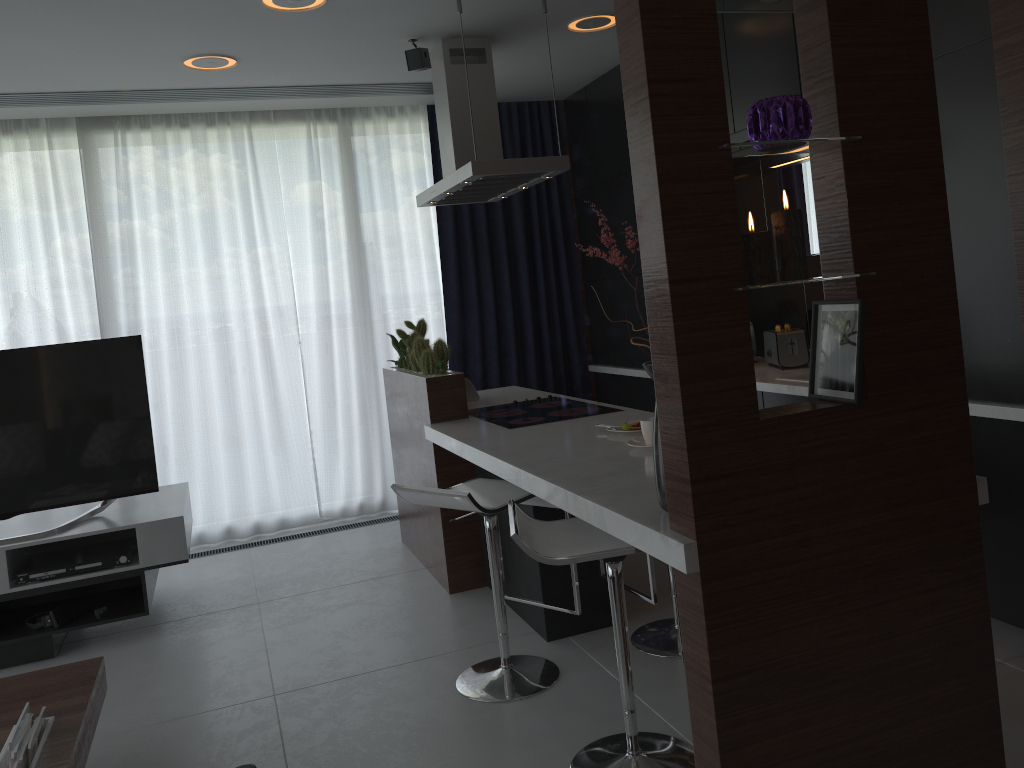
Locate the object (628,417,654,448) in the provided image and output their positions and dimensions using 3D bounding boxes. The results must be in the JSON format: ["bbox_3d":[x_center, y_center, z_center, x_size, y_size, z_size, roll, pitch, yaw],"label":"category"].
[{"bbox_3d":[0.456,0.155,2.814,0.183,0.086,0.181,-11,7,-42],"label":"object"}]

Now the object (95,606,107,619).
[{"bbox_3d":[-1.720,0.958,3.697,0.044,0.043,0.043,-7,3,-18],"label":"object"}]

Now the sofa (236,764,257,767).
[{"bbox_3d":[-1.778,1.074,1.102,2.882,0.606,1.901,-8,6,-19],"label":"sofa"}]

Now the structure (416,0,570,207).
[{"bbox_3d":[-0.166,-1.304,4.240,0.448,0.757,1.045,-7,4,-18],"label":"structure"}]

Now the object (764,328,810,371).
[{"bbox_3d":[1.406,-0.182,4.556,0.176,0.195,0.261,-6,4,2],"label":"object"}]

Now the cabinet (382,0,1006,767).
[{"bbox_3d":[0.125,-0.347,3.423,0.788,2.544,3.338,-7,4,-18],"label":"cabinet"}]

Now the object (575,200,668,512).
[{"bbox_3d":[0.314,-0.079,2.053,0.390,0.733,0.197,-8,2,-37],"label":"object"}]

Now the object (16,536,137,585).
[{"bbox_3d":[-1.851,0.755,3.788,0.432,0.053,0.336,-8,6,-19],"label":"object"}]

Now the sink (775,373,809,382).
[{"bbox_3d":[1.603,-0.066,3.818,0.505,0.491,0.854,-7,5,-18],"label":"sink"}]

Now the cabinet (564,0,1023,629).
[{"bbox_3d":[1.349,-0.581,4.395,0.708,2.545,3.481,-7,4,-18],"label":"cabinet"}]

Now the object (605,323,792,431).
[{"bbox_3d":[0.916,-0.071,3.836,0.139,0.221,1.892,-5,6,36],"label":"object"}]

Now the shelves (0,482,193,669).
[{"bbox_3d":[-2.619,0.943,3.802,2.357,0.498,0.874,-8,5,-19],"label":"shelves"}]

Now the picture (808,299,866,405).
[{"bbox_3d":[0.713,-0.074,1.945,0.051,0.221,0.175,-7,3,-15],"label":"picture"}]

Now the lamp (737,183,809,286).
[{"bbox_3d":[0.553,-0.321,1.898,0.153,0.210,0.077,-7,1,-7],"label":"lamp"}]

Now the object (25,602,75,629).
[{"bbox_3d":[-1.940,0.967,3.684,0.183,0.079,0.117,-5,4,11],"label":"object"}]

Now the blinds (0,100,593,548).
[{"bbox_3d":[-1.345,-0.138,1.873,5.813,2.764,7.149,-8,5,-15],"label":"blinds"}]

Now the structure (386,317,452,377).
[{"bbox_3d":[-0.484,-0.188,4.404,0.223,0.285,1.002,-7,5,-16],"label":"structure"}]

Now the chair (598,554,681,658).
[{"bbox_3d":[0.597,0.537,3.173,0.465,0.738,0.395,-7,2,-23],"label":"chair"}]

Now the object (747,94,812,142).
[{"bbox_3d":[0.572,-0.560,1.892,0.134,0.097,0.133,-5,4,21],"label":"object"}]

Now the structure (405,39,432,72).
[{"bbox_3d":[-0.455,-1.580,4.262,0.084,0.142,0.115,-5,3,21],"label":"structure"}]

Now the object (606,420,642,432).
[{"bbox_3d":[0.454,0.155,3.150,0.238,0.019,0.240,-1,8,43],"label":"object"}]

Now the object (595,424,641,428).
[{"bbox_3d":[0.403,0.151,3.154,0.248,0.008,0.026,-1,7,40],"label":"object"}]

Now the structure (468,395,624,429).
[{"bbox_3d":[0.103,0.131,3.934,0.506,0.057,0.765,-8,6,-18],"label":"structure"}]

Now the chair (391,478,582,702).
[{"bbox_3d":[-0.082,0.647,2.971,0.395,0.707,0.467,-4,3,44],"label":"chair"}]

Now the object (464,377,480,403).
[{"bbox_3d":[-0.328,0.020,4.677,0.222,0.144,0.344,-8,5,-18],"label":"object"}]

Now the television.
[{"bbox_3d":[-2.189,0.253,3.749,1.234,0.785,0.297,-8,2,-19],"label":"television"}]

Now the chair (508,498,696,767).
[{"bbox_3d":[0.260,0.671,2.365,0.464,0.707,0.397,-6,2,-1],"label":"chair"}]

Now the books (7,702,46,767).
[{"bbox_3d":[1.540,0.419,4.389,8.290,0.372,0.404,-11,6,-40],"label":"books"}]

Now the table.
[{"bbox_3d":[-1.458,1.060,2.152,0.803,0.351,0.806,-8,5,-19],"label":"table"}]

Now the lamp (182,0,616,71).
[{"bbox_3d":[1.303,-1.677,2.974,9.639,0.084,5.339,-10,7,-32],"label":"lamp"}]

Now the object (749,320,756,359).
[{"bbox_3d":[1.187,-0.253,4.918,0.271,0.311,0.214,-8,3,-34],"label":"object"}]
